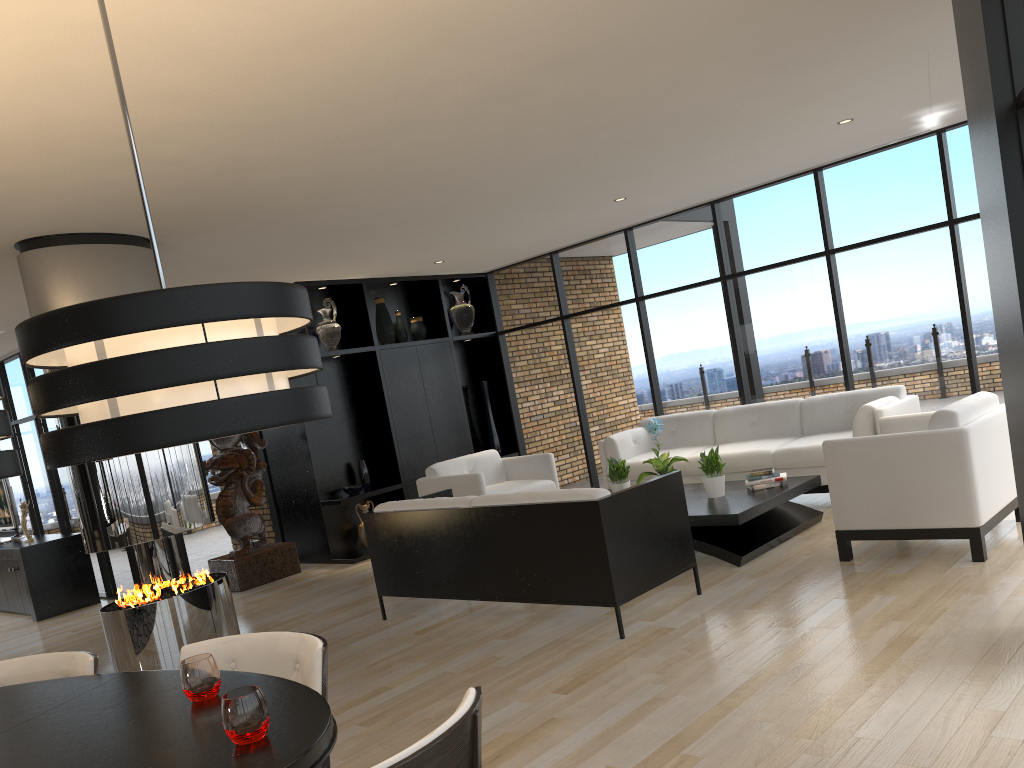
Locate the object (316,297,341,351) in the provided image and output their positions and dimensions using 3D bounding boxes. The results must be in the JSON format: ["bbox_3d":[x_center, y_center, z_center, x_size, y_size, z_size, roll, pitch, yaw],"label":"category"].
[{"bbox_3d":[-1.820,-0.579,8.716,0.245,0.548,0.243,-11,4,-2],"label":"object"}]

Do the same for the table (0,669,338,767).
[{"bbox_3d":[-1.311,1.298,2.188,2.117,0.774,1.196,-10,1,23],"label":"table"}]

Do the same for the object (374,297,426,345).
[{"bbox_3d":[-1.203,-0.675,9.391,0.209,0.514,0.611,-6,5,44],"label":"object"}]

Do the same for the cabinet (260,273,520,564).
[{"bbox_3d":[-1.302,0.303,9.741,1.192,2.758,2.632,-6,5,44],"label":"cabinet"}]

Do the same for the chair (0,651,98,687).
[{"bbox_3d":[-1.605,1.336,2.795,0.645,0.811,0.610,-10,3,14],"label":"chair"}]

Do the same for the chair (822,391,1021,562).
[{"bbox_3d":[2.529,0.545,5.421,0.860,0.861,0.990,-8,3,43],"label":"chair"}]

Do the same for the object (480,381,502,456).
[{"bbox_3d":[-0.246,0.407,10.259,0.112,0.888,0.114,-14,6,-35],"label":"object"}]

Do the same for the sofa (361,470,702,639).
[{"bbox_3d":[0.057,1.032,5.601,2.045,0.808,0.828,-10,2,43],"label":"sofa"}]

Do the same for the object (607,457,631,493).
[{"bbox_3d":[0.855,0.751,7.010,0.215,0.372,0.282,-10,3,6],"label":"object"}]

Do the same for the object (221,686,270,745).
[{"bbox_3d":[-0.573,0.713,1.898,0.095,0.107,0.095,-11,3,-13],"label":"object"}]

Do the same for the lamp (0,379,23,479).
[{"bbox_3d":[-1.569,-0.385,2.014,0.538,1.337,0.529,-9,5,20],"label":"lamp"}]

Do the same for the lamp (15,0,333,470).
[{"bbox_3d":[-0.742,-0.540,1.683,0.538,1.337,0.529,-9,5,20],"label":"lamp"}]

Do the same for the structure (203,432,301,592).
[{"bbox_3d":[-2.588,1.128,8.507,0.520,1.604,0.722,-6,6,43],"label":"structure"}]

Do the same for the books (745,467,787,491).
[{"bbox_3d":[1.856,0.685,6.449,0.308,0.127,0.222,-10,1,11],"label":"books"}]

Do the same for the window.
[{"bbox_3d":[-4.032,-0.244,6.678,15.990,4.814,10.015,-10,1,30],"label":"window"}]

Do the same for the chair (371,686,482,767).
[{"bbox_3d":[-0.330,1.097,1.816,0.620,0.811,0.635,-8,4,42],"label":"chair"}]

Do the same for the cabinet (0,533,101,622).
[{"bbox_3d":[-5.579,2.118,9.831,3.059,0.745,0.614,-10,2,43],"label":"cabinet"}]

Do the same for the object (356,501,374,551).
[{"bbox_3d":[-1.448,1.431,8.897,0.221,0.497,0.222,-12,5,-20],"label":"object"}]

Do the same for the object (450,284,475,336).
[{"bbox_3d":[-0.570,-0.834,10.050,0.285,0.597,0.282,-10,4,4],"label":"object"}]

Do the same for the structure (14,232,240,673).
[{"bbox_3d":[-2.365,0.494,5.569,0.590,2.760,0.880,-7,6,31],"label":"structure"}]

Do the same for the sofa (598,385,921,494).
[{"bbox_3d":[2.094,0.629,7.782,2.712,0.860,0.845,-10,2,43],"label":"sofa"}]

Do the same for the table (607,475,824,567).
[{"bbox_3d":[1.155,1.060,6.783,2.045,0.353,1.250,-10,0,43],"label":"table"}]

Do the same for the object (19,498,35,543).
[{"bbox_3d":[-5.010,1.403,9.078,0.258,0.462,0.104,-7,6,44],"label":"object"}]

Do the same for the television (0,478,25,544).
[{"bbox_3d":[-5.690,1.400,9.758,0.405,0.715,0.936,-13,3,-29],"label":"television"}]

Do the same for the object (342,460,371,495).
[{"bbox_3d":[-1.547,0.937,8.846,0.214,0.315,0.369,-7,4,42],"label":"object"}]

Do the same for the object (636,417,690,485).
[{"bbox_3d":[1.116,0.567,6.682,0.367,0.635,0.356,-13,4,-27],"label":"object"}]

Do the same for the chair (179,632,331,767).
[{"bbox_3d":[-0.797,1.185,2.510,0.646,0.811,0.608,-9,4,31],"label":"chair"}]

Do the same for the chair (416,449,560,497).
[{"bbox_3d":[-0.176,1.052,8.011,0.860,0.861,0.990,-8,3,43],"label":"chair"}]

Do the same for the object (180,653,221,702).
[{"bbox_3d":[-0.800,0.756,2.269,0.096,0.107,0.094,-9,3,32],"label":"object"}]

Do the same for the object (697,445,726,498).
[{"bbox_3d":[1.456,0.638,6.418,0.216,0.372,0.281,-9,4,22],"label":"object"}]
